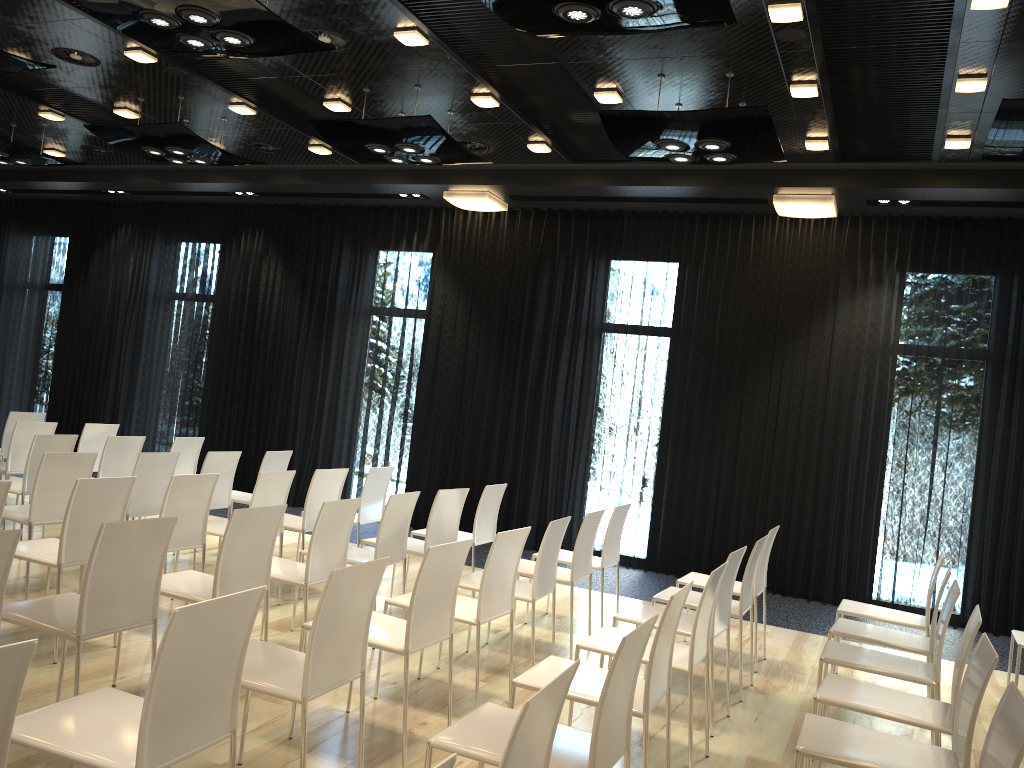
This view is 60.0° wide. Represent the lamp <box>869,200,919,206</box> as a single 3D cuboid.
[{"bbox_3d":[3.238,-1.549,7.516,0.389,0.028,0.166,6,-1,23],"label":"lamp"}]

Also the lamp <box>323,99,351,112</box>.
[{"bbox_3d":[-1.387,-2.206,7.041,0.159,0.049,0.159,6,-1,23],"label":"lamp"}]

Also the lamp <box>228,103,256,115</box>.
[{"bbox_3d":[-2.253,-2.297,7.415,0.159,0.049,0.159,6,-1,23],"label":"lamp"}]

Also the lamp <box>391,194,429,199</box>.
[{"bbox_3d":[-1.081,-1.999,9.382,0.389,0.028,0.166,6,-1,23],"label":"lamp"}]

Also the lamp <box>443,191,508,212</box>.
[{"bbox_3d":[-0.365,-1.883,9.070,0.499,0.153,0.499,6,-1,23],"label":"lamp"}]

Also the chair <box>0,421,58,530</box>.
[{"bbox_3d":[-4.166,0.718,7.350,0.548,0.872,0.420,6,-1,25],"label":"chair"}]

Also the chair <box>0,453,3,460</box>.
[{"bbox_3d":[-3.161,0.774,4.800,0.548,0.872,0.420,6,-1,25],"label":"chair"}]

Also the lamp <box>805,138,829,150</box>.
[{"bbox_3d":[2.288,-1.795,6.650,0.159,0.049,0.159,6,-1,23],"label":"lamp"}]

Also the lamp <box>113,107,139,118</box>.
[{"bbox_3d":[-3.443,-2.420,7.929,0.159,0.049,0.159,6,-1,23],"label":"lamp"}]

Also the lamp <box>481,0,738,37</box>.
[{"bbox_3d":[0.388,-1.889,3.872,1.097,0.436,1.097,6,-1,23],"label":"lamp"}]

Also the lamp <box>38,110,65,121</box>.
[{"bbox_3d":[-4.309,-2.511,8.304,0.159,0.049,0.159,6,-1,23],"label":"lamp"}]

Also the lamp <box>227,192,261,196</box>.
[{"bbox_3d":[-3.095,-2.208,10.252,0.389,0.028,0.166,6,-1,23],"label":"lamp"}]

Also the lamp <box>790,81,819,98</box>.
[{"bbox_3d":[1.859,-1.868,5.638,0.159,0.049,0.159,6,-1,23],"label":"lamp"}]

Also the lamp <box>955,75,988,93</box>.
[{"bbox_3d":[2.725,-1.778,5.264,0.159,0.049,0.159,6,-1,23],"label":"lamp"}]

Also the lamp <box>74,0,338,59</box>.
[{"bbox_3d":[-1.668,-2.103,4.761,1.097,0.436,1.097,6,-1,23],"label":"lamp"}]

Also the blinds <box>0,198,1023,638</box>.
[{"bbox_3d":[0.927,0.006,8.697,18.163,3.464,0.261,6,-1,23],"label":"blinds"}]

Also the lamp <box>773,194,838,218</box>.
[{"bbox_3d":[2.584,-1.576,7.795,0.499,0.153,0.499,6,-1,23],"label":"lamp"}]

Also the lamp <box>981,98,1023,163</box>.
[{"bbox_3d":[3.302,-1.529,5.005,1.097,0.436,1.097,6,-1,23],"label":"lamp"}]

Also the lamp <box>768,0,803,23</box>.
[{"bbox_3d":[1.431,-1.941,4.630,0.159,0.049,0.159,6,-1,23],"label":"lamp"}]

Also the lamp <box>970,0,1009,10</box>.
[{"bbox_3d":[2.296,-1.851,4.255,0.159,0.049,0.159,6,-1,23],"label":"lamp"}]

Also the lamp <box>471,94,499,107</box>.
[{"bbox_3d":[-0.197,-2.082,6.527,0.159,0.049,0.159,6,-1,23],"label":"lamp"}]

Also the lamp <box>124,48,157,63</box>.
[{"bbox_3d":[-2.682,-2.369,6.406,0.159,0.049,0.159,6,-1,23],"label":"lamp"}]

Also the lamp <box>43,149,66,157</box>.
[{"bbox_3d":[-5.070,-2.562,9.830,0.159,0.049,0.159,6,-1,23],"label":"lamp"}]

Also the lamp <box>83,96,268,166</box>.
[{"bbox_3d":[-2.866,-2.171,7.671,1.097,0.436,1.097,6,-1,23],"label":"lamp"}]

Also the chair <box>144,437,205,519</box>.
[{"bbox_3d":[-3.009,0.855,7.553,0.548,0.872,0.420,6,-1,19],"label":"chair"}]

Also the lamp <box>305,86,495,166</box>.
[{"bbox_3d":[-0.810,-1.957,6.782,1.097,0.436,1.097,6,-1,23],"label":"lamp"}]

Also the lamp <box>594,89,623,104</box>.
[{"bbox_3d":[0.669,-1.992,6.153,0.159,0.049,0.159,6,-1,23],"label":"lamp"}]

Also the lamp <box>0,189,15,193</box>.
[{"bbox_3d":[-6.875,-2.602,11.886,0.389,0.028,0.166,6,-1,23],"label":"lamp"}]

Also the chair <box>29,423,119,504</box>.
[{"bbox_3d":[-3.914,0.761,7.944,0.548,0.872,0.420,6,-1,23],"label":"chair"}]

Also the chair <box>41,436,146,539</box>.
[{"bbox_3d":[-3.270,0.812,6.963,0.548,0.872,0.420,6,-1,23],"label":"chair"}]

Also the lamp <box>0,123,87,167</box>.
[{"bbox_3d":[-4.922,-2.386,8.559,1.097,0.436,1.097,6,-1,23],"label":"lamp"}]

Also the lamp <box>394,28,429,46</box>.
[{"bbox_3d":[-0.626,-2.155,5.518,0.159,0.049,0.159,6,-1,23],"label":"lamp"}]

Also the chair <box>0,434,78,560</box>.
[{"bbox_3d":[-3.538,0.768,6.408,0.548,0.872,0.420,6,-1,21],"label":"chair"}]

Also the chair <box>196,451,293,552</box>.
[{"bbox_3d":[-2.159,0.944,7.186,0.548,0.872,0.420,6,-1,19],"label":"chair"}]

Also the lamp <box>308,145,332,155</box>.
[{"bbox_3d":[-1.824,-2.224,8.427,0.159,0.049,0.159,6,-1,23],"label":"lamp"}]

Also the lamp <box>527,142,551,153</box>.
[{"bbox_3d":[0.232,-2.010,7.539,0.159,0.049,0.159,6,-1,23],"label":"lamp"}]

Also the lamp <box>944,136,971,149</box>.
[{"bbox_3d":[3.154,-1.705,6.276,0.159,0.049,0.159,6,-1,23],"label":"lamp"}]

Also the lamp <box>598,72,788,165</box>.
[{"bbox_3d":[1.246,-1.743,5.894,1.097,0.436,1.097,6,-1,23],"label":"lamp"}]

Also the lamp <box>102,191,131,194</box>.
[{"bbox_3d":[-4.933,-2.400,11.046,0.389,0.028,0.166,6,-1,23],"label":"lamp"}]

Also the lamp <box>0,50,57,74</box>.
[{"bbox_3d":[-3.724,-2.317,5.649,1.097,0.436,1.097,6,-1,23],"label":"lamp"}]
